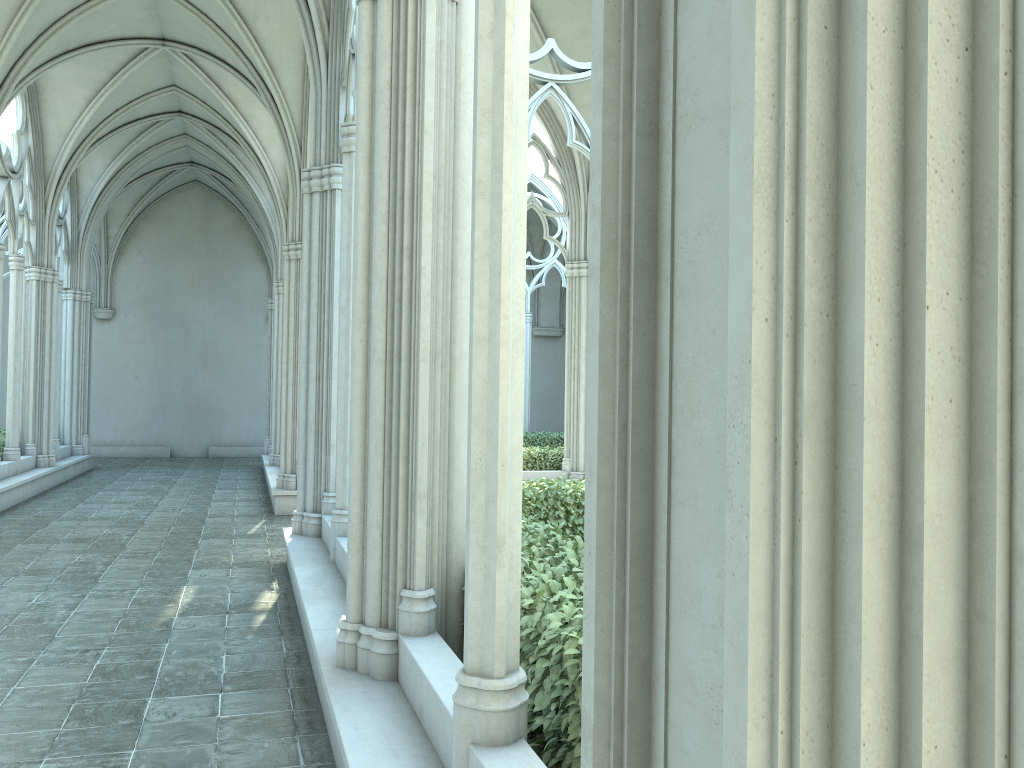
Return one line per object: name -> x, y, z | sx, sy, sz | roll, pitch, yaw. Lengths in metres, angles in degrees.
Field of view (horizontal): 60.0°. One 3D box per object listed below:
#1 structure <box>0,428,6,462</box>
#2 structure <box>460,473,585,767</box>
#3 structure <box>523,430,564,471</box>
structure -> -12.909, 1.293, 15.027 | 7.995, 0.963, 8.018 | 1, -1, -17
structure -> 3.379, 1.404, 6.278 | 7.995, 0.963, 8.018 | 1, -1, -17
structure -> -0.378, 1.572, 18.789 | 7.995, 0.963, 8.018 | 1, -1, -17
